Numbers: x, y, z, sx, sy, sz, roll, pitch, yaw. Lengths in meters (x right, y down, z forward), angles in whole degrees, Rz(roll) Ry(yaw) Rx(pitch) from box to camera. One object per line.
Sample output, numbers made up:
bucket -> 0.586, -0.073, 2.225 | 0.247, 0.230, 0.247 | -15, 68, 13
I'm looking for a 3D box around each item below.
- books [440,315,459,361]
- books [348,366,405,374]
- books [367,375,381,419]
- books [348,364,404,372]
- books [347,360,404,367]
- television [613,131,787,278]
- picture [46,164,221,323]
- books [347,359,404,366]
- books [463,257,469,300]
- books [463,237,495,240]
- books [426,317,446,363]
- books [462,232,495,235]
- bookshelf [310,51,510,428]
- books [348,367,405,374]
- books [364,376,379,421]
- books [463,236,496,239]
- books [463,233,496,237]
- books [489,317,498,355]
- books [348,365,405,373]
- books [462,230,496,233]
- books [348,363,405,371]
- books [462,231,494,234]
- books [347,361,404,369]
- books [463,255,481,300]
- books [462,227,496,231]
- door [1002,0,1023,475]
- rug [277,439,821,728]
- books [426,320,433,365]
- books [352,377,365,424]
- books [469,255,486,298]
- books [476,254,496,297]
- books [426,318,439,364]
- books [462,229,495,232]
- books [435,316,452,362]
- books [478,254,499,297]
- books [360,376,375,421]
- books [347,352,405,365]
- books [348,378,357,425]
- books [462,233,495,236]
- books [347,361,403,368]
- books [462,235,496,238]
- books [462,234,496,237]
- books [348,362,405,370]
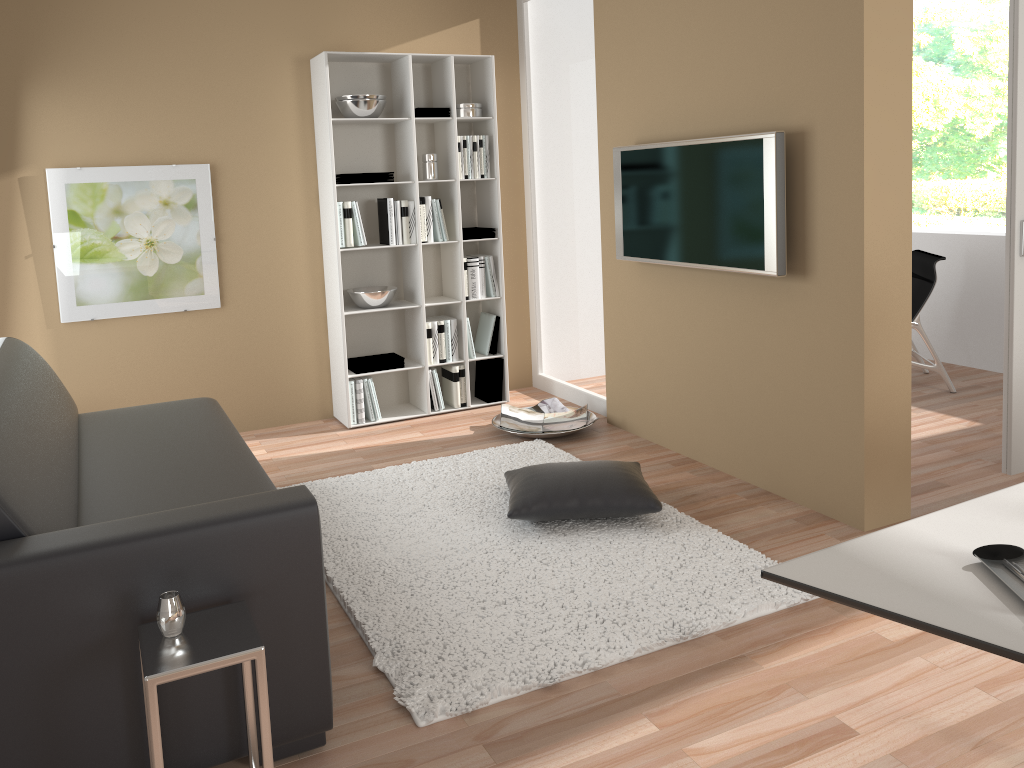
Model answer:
books -> -0.391, -0.285, 5.456 | 0.040, 0.255, 0.210 | -5, 9, -25
books -> -0.820, -0.104, 5.281 | 0.299, 0.006, 0.213 | -9, 14, -25
books -> -0.845, 0.066, 5.270 | 0.058, 0.254, 0.210 | -6, 9, -25
books -> -0.822, -0.115, 5.279 | 0.299, 0.006, 0.213 | -9, 15, -27
books -> -0.822, -0.142, 5.280 | 0.299, 0.007, 0.213 | -9, 14, -25
television -> 0.807, -0.820, 4.009 | 0.054, 0.569, 1.190 | -5, 12, -25
picture -> -2.045, -0.778, 4.803 | 0.820, 0.805, 0.019 | -7, 8, -26
books -> -0.818, -0.147, 5.277 | 0.299, 0.007, 0.213 | -9, 14, -25
books -> -0.330, -0.657, 5.455 | 0.040, 0.255, 0.210 | -5, 9, -25
books -> -0.262, -0.917, 5.515 | 0.211, 0.007, 0.301 | -9, 14, -25
books -> -0.466, -0.273, 5.419 | 0.040, 0.255, 0.210 | -5, 9, -25
books -> -0.264, -0.949, 5.511 | 0.211, 0.006, 0.301 | -8, 14, -24
bookshelf -> -0.601, -0.894, 5.353 | 1.044, 2.111, 0.336 | -6, 7, -26
books -> -0.820, -0.098, 5.280 | 0.299, 0.007, 0.213 | -9, 14, -25
books -> -0.853, 0.074, 5.248 | 0.058, 0.254, 0.210 | -6, 9, -25
books -> -0.261, -0.922, 5.515 | 0.211, 0.006, 0.301 | -9, 14, -25
books -> -0.261, -0.938, 5.511 | 0.211, 0.006, 0.301 | -9, 14, -25
books -> -0.147, -0.320, 5.603 | 0.043, 0.234, 0.213 | -5, 10, -25
books -> -0.820, -0.109, 5.280 | 0.299, 0.006, 0.213 | -9, 14, -25
books -> -0.259, -0.960, 5.511 | 0.211, 0.007, 0.301 | -9, 14, -25
books -> -0.819, -0.120, 5.280 | 0.299, 0.006, 0.213 | -9, 14, -25
books -> -0.259, -0.955, 5.512 | 0.211, 0.007, 0.301 | -9, 14, -25
books -> -0.820, -0.131, 5.276 | 0.299, 0.006, 0.213 | -8, 14, -24
books -> -0.272, -0.665, 5.478 | 0.076, 0.255, 0.210 | -6, 9, -25
books -> -0.261, -0.969, 5.505 | 0.211, 0.006, 0.301 | -9, 14, -25
door -> 2.681, -0.972, 4.029 | 1.194, 2.610, 0.060 | -6, 7, -26
rug -> -0.042, 0.591, 3.448 | 1.457, 0.045, 2.053 | -9, 14, -25
books -> -0.539, -0.260, 5.379 | 0.040, 0.255, 0.210 | -5, 9, -25
books -> -0.923, 0.084, 5.218 | 0.040, 0.255, 0.210 | -5, 9, -25
books -> -0.223, -0.676, 5.517 | 0.040, 0.255, 0.210 | -6, 9, -25
books -> -0.175, -0.682, 5.536 | 0.060, 0.256, 0.210 | -6, 9, -25
books -> -0.504, -0.268, 5.403 | 0.040, 0.255, 0.210 | -6, 9, -25
books -> -0.262, -0.964, 5.506 | 0.211, 0.007, 0.301 | -9, 14, -25
books -> -0.429, -0.279, 5.438 | 0.040, 0.255, 0.210 | -5, 9, -25
books -> -0.151, -0.686, 5.546 | 0.060, 0.256, 0.210 | -6, 9, -25
books -> -0.879, 0.075, 5.241 | 0.060, 0.256, 0.210 | -6, 9, -25
books -> -0.818, -0.153, 5.278 | 0.299, 0.006, 0.213 | -9, 14, -25
books -> -0.967, 0.089, 5.202 | 0.040, 0.255, 0.210 | -5, 9, -25
books -> -0.261, -0.943, 5.511 | 0.211, 0.006, 0.301 | -9, 14, -25
books -> -0.822, -0.137, 5.281 | 0.299, 0.007, 0.213 | -9, 14, -25
books -> -0.261, -0.927, 5.514 | 0.211, 0.006, 0.301 | -9, 14, -25
books -> -0.262, -0.934, 5.515 | 0.211, 0.006, 0.301 | -9, 14, -26
books -> -0.819, -0.126, 5.279 | 0.299, 0.006, 0.213 | -9, 14, -25
